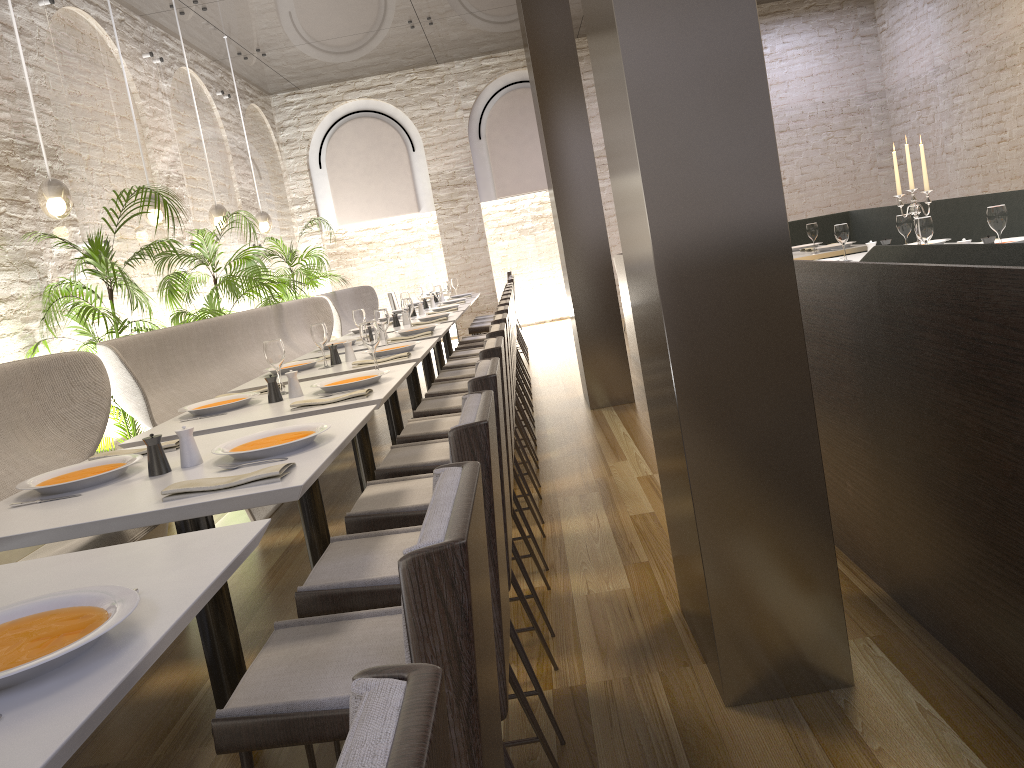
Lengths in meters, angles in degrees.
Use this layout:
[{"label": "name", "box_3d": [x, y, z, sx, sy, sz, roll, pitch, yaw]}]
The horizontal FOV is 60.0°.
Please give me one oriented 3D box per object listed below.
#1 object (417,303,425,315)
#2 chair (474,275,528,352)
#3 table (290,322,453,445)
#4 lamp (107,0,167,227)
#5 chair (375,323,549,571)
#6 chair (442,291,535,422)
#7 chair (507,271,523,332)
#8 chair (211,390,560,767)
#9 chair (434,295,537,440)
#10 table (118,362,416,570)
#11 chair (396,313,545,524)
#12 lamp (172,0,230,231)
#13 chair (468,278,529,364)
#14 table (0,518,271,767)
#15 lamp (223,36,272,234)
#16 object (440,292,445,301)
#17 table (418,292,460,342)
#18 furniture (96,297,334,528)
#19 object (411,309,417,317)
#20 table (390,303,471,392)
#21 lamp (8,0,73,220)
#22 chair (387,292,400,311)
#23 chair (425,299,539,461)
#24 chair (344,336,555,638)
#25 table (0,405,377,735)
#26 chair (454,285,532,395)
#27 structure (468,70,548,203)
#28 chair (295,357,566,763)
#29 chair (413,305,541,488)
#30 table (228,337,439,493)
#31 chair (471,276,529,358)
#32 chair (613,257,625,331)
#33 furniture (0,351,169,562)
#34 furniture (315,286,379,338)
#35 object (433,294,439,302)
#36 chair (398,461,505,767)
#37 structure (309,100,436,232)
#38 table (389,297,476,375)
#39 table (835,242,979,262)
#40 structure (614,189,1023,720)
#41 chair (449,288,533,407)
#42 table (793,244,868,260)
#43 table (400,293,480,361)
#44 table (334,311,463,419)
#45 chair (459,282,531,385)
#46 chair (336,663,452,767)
[{"label": "object", "box_3d": [-0.836, -0.690, 8.115, 0.059, 0.109, 0.060, -5, 8, 37]}, {"label": "chair", "box_3d": [-0.166, -0.796, 10.519, 0.565, 0.902, 0.414, -10, 6, 2]}, {"label": "table", "box_3d": [-0.818, 0.079, 5.908, 0.936, 0.757, 1.016, -10, 7, 2]}, {"label": "lamp", "box_3d": [-2.786, -2.154, 6.418, 0.178, 2.032, 0.178, -12, 6, -13]}, {"label": "chair", "box_3d": [-0.219, 0.267, 3.421, 0.565, 0.902, 0.414, -10, 6, 2]}, {"label": "chair", "box_3d": [-0.198, -0.162, 6.280, 0.565, 0.902, 0.414, -10, 6, 2]}, {"label": "chair", "box_3d": [-0.199, -1.195, 13.241, 0.565, 0.902, 0.414, -10, 6, 2]}, {"label": "chair", "box_3d": [-0.232, 0.524, 1.705, 0.565, 0.902, 0.414, -10, 6, 2]}, {"label": "chair", "box_3d": [-0.202, -0.074, 5.692, 0.565, 0.902, 0.414, -10, 6, 2]}, {"label": "table", "box_3d": [-0.835, 0.425, 3.596, 0.936, 0.757, 1.016, -10, 7, 2]}, {"label": "chair", "box_3d": [-0.215, 0.182, 3.983, 0.565, 0.902, 0.414, -10, 6, 2]}, {"label": "lamp", "box_3d": [-2.776, -2.365, 7.826, 0.178, 2.032, 0.178, -12, 6, -19]}, {"label": "chair", "box_3d": [-0.175, -0.627, 9.388, 0.565, 0.902, 0.414, -10, 6, 2]}, {"label": "table", "box_3d": [-0.853, 0.780, 1.226, 0.936, 0.757, 1.016, -10, 7, 2]}, {"label": "lamp", "box_3d": [-2.766, -2.571, 9.206, 0.178, 2.032, 0.178, -12, 6, -19]}, {"label": "object", "box_3d": [-0.819, -1.024, 10.346, 0.059, 0.109, 0.060, -5, 8, 37]}, {"label": "table", "box_3d": [-0.830, -1.012, 13.271, 0.936, 0.757, 1.016, -10, 7, 2]}, {"label": "furniture", "box_3d": [-1.588, -0.017, 6.327, 0.708, 1.092, 4.498, -10, 8, 2]}, {"label": "object", "box_3d": [-0.905, -0.671, 8.072, 0.059, 0.109, 0.060, -5, 8, 37]}, {"label": "table", "box_3d": [-0.801, -0.262, 8.185, 0.936, 0.757, 1.016, -10, 7, 2]}, {"label": "lamp", "box_3d": [-2.797, -1.945, 5.023, 0.177, 2.032, 0.179, -8, 7, 23]}, {"label": "chair", "box_3d": [-1.491, -0.968, 13.276, 0.565, 0.902, 0.414, -10, 6, 2]}, {"label": "chair", "box_3d": [-0.206, 0.010, 5.132, 0.565, 0.902, 0.414, -10, 6, 2]}, {"label": "chair", "box_3d": [-0.223, 0.351, 2.858, 0.565, 0.902, 0.414, -10, 6, 2]}, {"label": "table", "box_3d": [-0.844, 0.594, 2.470, 0.936, 0.757, 1.016, -10, 7, 2]}, {"label": "chair", "box_3d": [-0.189, -0.334, 7.432, 0.565, 0.902, 0.414, -10, 6, 2]}, {"label": "structure", "box_3d": [0.215, -3.490, 12.281, 1.633, 1.668, 0.098, -10, 6, 2]}, {"label": "chair", "box_3d": [-0.228, 0.439, 2.267, 0.565, 0.902, 0.414, -10, 6, 2]}, {"label": "chair", "box_3d": [-0.211, 0.094, 4.574, 0.565, 0.902, 0.414, -10, 6, 2]}, {"label": "table", "box_3d": [-0.827, 0.252, 4.753, 0.936, 0.757, 1.016, -10, 7, 2]}, {"label": "chair", "box_3d": [-0.171, -0.710, 9.945, 0.565, 0.902, 0.414, -10, 6, 2]}, {"label": "chair", "box_3d": [1.557, -1.105, 10.519, 0.565, 0.902, 0.414, -10, 6, 2]}, {"label": "furniture", "box_3d": [-1.622, 0.674, 1.714, 0.708, 1.092, 4.498, -10, 8, 2]}, {"label": "furniture", "box_3d": [-1.560, -0.565, 9.982, 0.707, 1.092, 2.597, -10, 8, 2]}, {"label": "object", "box_3d": [-0.888, -1.005, 10.302, 0.059, 0.109, 0.060, -5, 8, 37]}, {"label": "chair", "box_3d": [-0.236, 0.615, 1.091, 0.565, 0.902, 0.414, -10, 6, 2]}, {"label": "structure", "box_3d": [-2.010, -3.100, 12.339, 1.633, 1.668, 0.098, -10, 6, 2]}, {"label": "table", "box_3d": [-0.793, -0.426, 9.281, 0.936, 0.757, 1.016, -10, 7, 2]}, {"label": "table", "box_3d": [2.197, -0.282, 4.697, 1.100, 0.756, 2.551, -10, 8, 2]}, {"label": "structure", "box_3d": [2.183, -0.169, 3.118, 2.371, 0.996, 10.802, -10, 8, 2]}, {"label": "chair", "box_3d": [-0.194, -0.246, 6.846, 0.565, 0.902, 0.414, -10, 6, 2]}, {"label": "table", "box_3d": [2.216, -0.663, 7.239, 1.100, 0.757, 1.194, -10, 8, 2]}, {"label": "table", "box_3d": [-0.784, -0.596, 10.415, 0.936, 0.757, 1.016, -10, 7, 2]}, {"label": "table", "box_3d": [-0.809, -0.096, 7.073, 0.936, 0.757, 1.016, -10, 7, 2]}, {"label": "chair", "box_3d": [-0.185, -0.417, 7.986, 0.565, 0.902, 0.414, -10, 6, 2]}, {"label": "chair", "box_3d": [-0.241, 0.704, 0.500, 0.565, 0.902, 0.414, -10, 6, 2]}]
